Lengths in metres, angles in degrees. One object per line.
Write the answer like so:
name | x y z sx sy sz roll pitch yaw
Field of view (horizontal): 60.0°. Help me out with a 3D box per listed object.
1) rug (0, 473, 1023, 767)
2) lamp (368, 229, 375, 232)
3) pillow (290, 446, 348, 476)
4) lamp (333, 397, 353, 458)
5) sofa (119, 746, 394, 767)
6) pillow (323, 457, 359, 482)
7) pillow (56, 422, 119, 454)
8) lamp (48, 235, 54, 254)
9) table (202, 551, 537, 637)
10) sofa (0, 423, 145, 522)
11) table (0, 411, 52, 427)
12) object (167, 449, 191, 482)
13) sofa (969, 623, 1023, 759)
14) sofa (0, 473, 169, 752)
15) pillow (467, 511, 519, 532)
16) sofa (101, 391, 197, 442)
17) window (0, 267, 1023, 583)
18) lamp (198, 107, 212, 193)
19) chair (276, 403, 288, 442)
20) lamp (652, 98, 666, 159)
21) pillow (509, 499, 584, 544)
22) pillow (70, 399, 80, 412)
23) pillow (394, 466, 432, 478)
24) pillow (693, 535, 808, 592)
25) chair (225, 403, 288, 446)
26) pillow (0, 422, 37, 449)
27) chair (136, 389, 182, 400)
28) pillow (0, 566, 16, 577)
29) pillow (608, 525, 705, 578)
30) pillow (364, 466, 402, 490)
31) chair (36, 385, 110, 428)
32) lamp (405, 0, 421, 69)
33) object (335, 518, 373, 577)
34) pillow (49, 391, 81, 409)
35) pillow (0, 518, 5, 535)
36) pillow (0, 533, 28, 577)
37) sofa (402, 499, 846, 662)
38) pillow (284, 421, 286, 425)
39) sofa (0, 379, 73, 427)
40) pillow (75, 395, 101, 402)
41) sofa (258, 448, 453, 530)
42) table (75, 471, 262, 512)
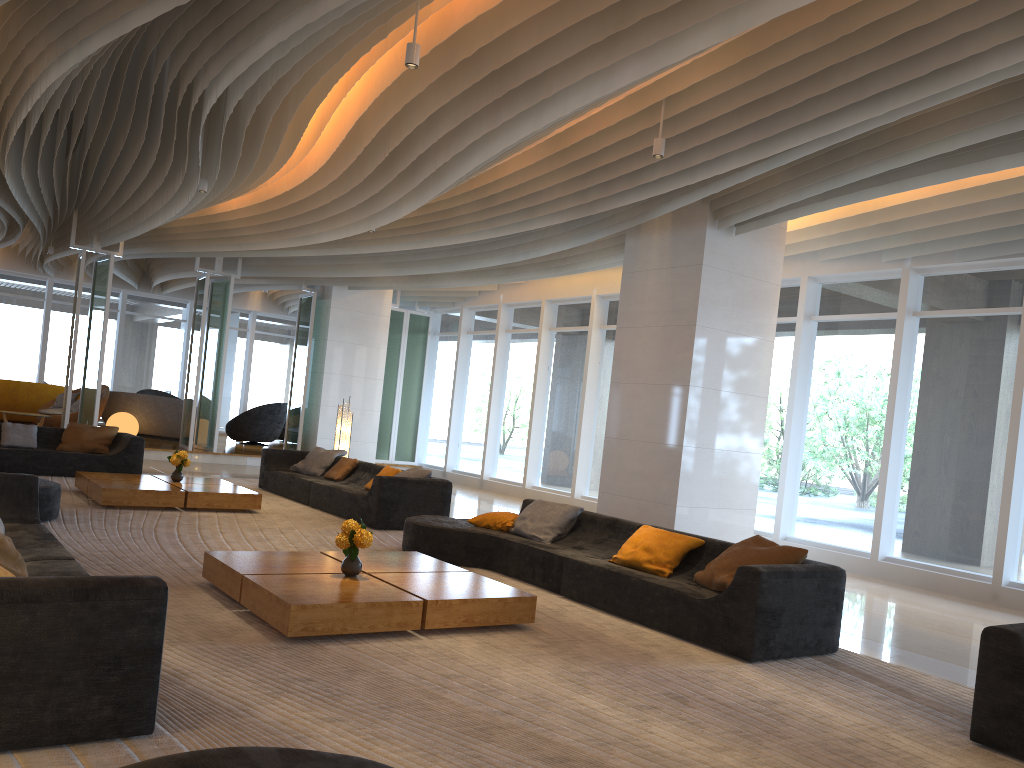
rug | -1.152 1.441 6.018 5.620 0.022 15.913 8 -3 -35
lamp | -1.688 -2.661 11.124 0.088 1.506 0.089 6 1 10
pillow | -2.688 1.063 12.282 0.627 0.377 0.557 5 -2 33
lamp | -2.569 0.895 13.413 0.255 1.451 0.245 6 1 -35
sofa | -0.369 1.026 1.443 1.381 0.576 2.210 8 -3 -35
pillow | -2.231 1.110 11.595 0.328 0.312 0.400 7 -2 -37
pillow | -5.689 0.727 11.911 0.644 0.378 0.542 7 -2 -13
lamp | -8.437 -3.148 16.354 0.090 1.506 0.087 6 1 -26
table | -0.959 1.336 5.756 1.632 0.220 1.570 8 -3 -35
sofa | -5.140 0.843 9.651 2.880 0.653 4.992 8 -3 -35
table | -9.167 0.708 16.629 1.059 0.318 0.834 4 -3 36
object | -3.795 0.926 10.105 0.237 0.377 0.265 6 0 -3
sofa | 3.700 1.518 2.814 1.361 0.582 4.113 7 -3 -28
sofa | -2.705 0.908 4.468 0.960 0.582 3.705 7 -3 -35
pillow | -0.112 1.275 8.240 0.443 0.193 0.594 5 -2 20
sofa | -7.414 0.679 18.376 2.537 0.901 1.121 6 -1 14
window | 1.377 0.042 10.145 53.760 3.221 22.447 5 -3 20
lamp | -3.378 -2.895 9.901 0.088 1.506 0.089 6 1 10
chair | -5.696 1.016 23.031 1.540 1.005 1.120 7 -1 -23
lamp | 1.228 -2.534 6.968 0.091 1.506 0.087 6 1 -44
pillow | 0.274 1.245 7.883 0.470 0.416 0.652 7 -2 -35
pillow | -8.395 0.385 17.389 0.472 0.409 0.494 7 -1 -33
pillow | -1.237 1.126 10.204 0.552 0.377 0.633 6 -2 -13
pillow | 1.627 1.249 6.105 0.552 0.377 0.633 6 -2 -13
chair | -5.757 0.878 20.063 1.117 1.005 1.543 5 -2 28
pillow | -6.345 0.664 11.419 0.415 0.312 0.316 7 -1 -33
chair | -7.918 0.659 20.319 1.114 1.005 1.548 5 -2 38
pillow | -2.070 0.733 3.347 0.627 0.377 0.557 5 -2 33
pillow | 1.072 1.297 6.742 0.459 0.394 0.625 7 -2 -36
pillow | -1.541 1.140 10.608 0.328 0.312 0.400 7 -2 -33
chair | -8.695 0.455 17.587 1.488 1.005 1.159 5 -2 42
lamp | -0.564 -2.783 5.676 0.087 1.506 0.090 6 1 28
object | -0.999 1.024 5.581 0.238 0.377 0.263 6 0 -13
pillow | -8.926 0.318 17.795 0.614 0.454 0.477 6 -1 16
pillow | -2.962 0.760 4.745 0.428 0.377 0.576 7 -2 -33
pillow | -2.373 0.747 3.908 0.452 0.410 0.590 7 -2 -33
sofa | 0.532 1.370 7.105 1.378 0.582 4.064 8 -3 -36
pillow | -5.983 0.857 22.889 0.462 0.454 0.633 5 -2 41
sofa | -10.299 0.360 18.105 1.088 0.901 2.615 5 -2 45
pillow | -8.521 0.342 17.784 0.595 0.422 0.379 5 -1 33
sofa | -2.094 1.270 11.164 0.960 0.582 3.705 7 -3 -35
table | -3.858 1.211 9.906 1.632 0.220 1.570 8 -3 -35
